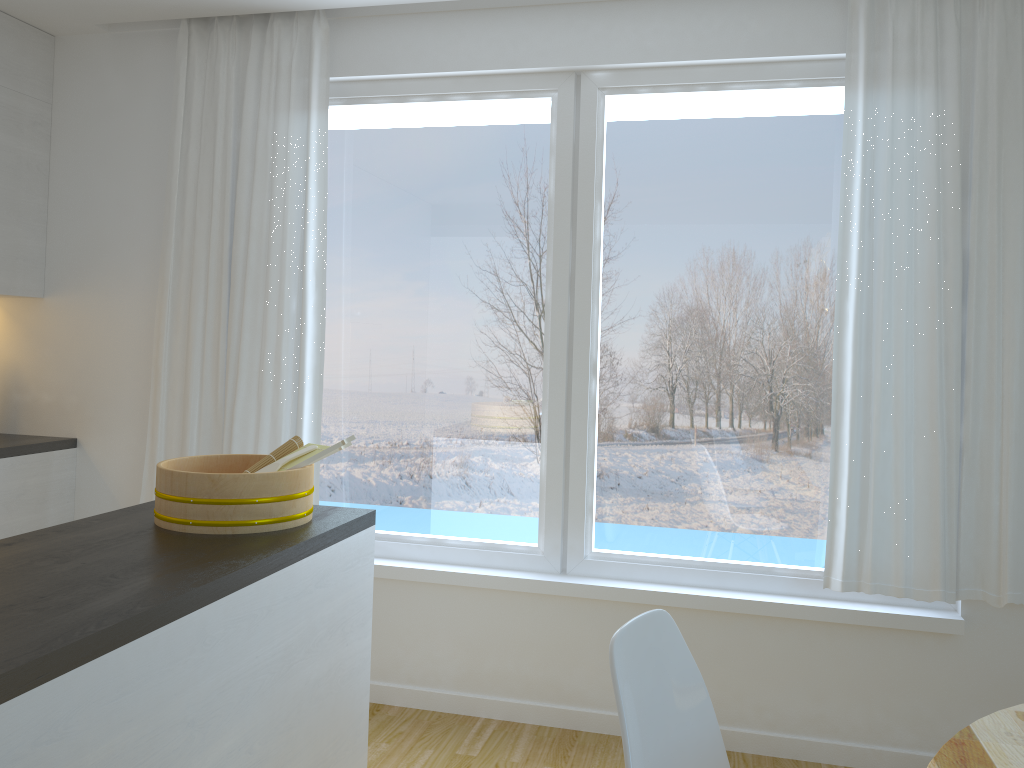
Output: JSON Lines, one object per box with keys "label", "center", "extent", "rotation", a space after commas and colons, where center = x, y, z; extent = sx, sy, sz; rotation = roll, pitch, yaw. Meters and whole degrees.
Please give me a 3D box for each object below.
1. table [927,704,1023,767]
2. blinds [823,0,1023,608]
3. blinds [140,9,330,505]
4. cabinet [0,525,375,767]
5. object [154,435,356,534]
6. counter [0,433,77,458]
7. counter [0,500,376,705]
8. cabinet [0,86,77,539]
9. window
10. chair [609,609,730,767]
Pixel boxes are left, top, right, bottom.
{"label": "table", "center": [0.985, 1.033, 0.711], "extent": [1.194, 0.725, 2.190], "rotation": [2, 2, 12]}
{"label": "blinds", "center": [1.470, -0.364, 2.912], "extent": [0.795, 2.162, 0.150], "rotation": [2, -1, 14]}
{"label": "blinds", "center": [-1.117, -0.470, 3.548], "extent": [0.795, 2.162, 0.150], "rotation": [2, -1, 13]}
{"label": "cabinet", "center": [-0.958, 0.859, 1.273], "extent": [0.601, 0.910, 2.400], "rotation": [2, 2, 14]}
{"label": "object", "center": [-0.669, 0.229, 2.225], "extent": [0.379, 0.214, 0.429], "rotation": [3, 2, 42]}
{"label": "counter", "center": [-2.398, 0.273, 2.903], "extent": [0.600, 0.040, 2.000], "rotation": [2, 2, 14]}
{"label": "counter", "center": [-0.943, 0.384, 1.283], "extent": [0.601, 0.040, 2.400], "rotation": [2, 2, 14]}
{"label": "cabinet", "center": [-2.471, -0.026, 2.313], "extent": [0.481, 2.302, 3.200], "rotation": [1, 1, 14]}
{"label": "window", "center": [0.234, -0.240, 3.411], "extent": [2.727, 1.920, 0.088], "rotation": [2, -1, 14]}
{"label": "chair", "center": [0.437, 0.897, 1.508], "extent": [0.523, 0.902, 0.429], "rotation": [2, -1, 34]}
